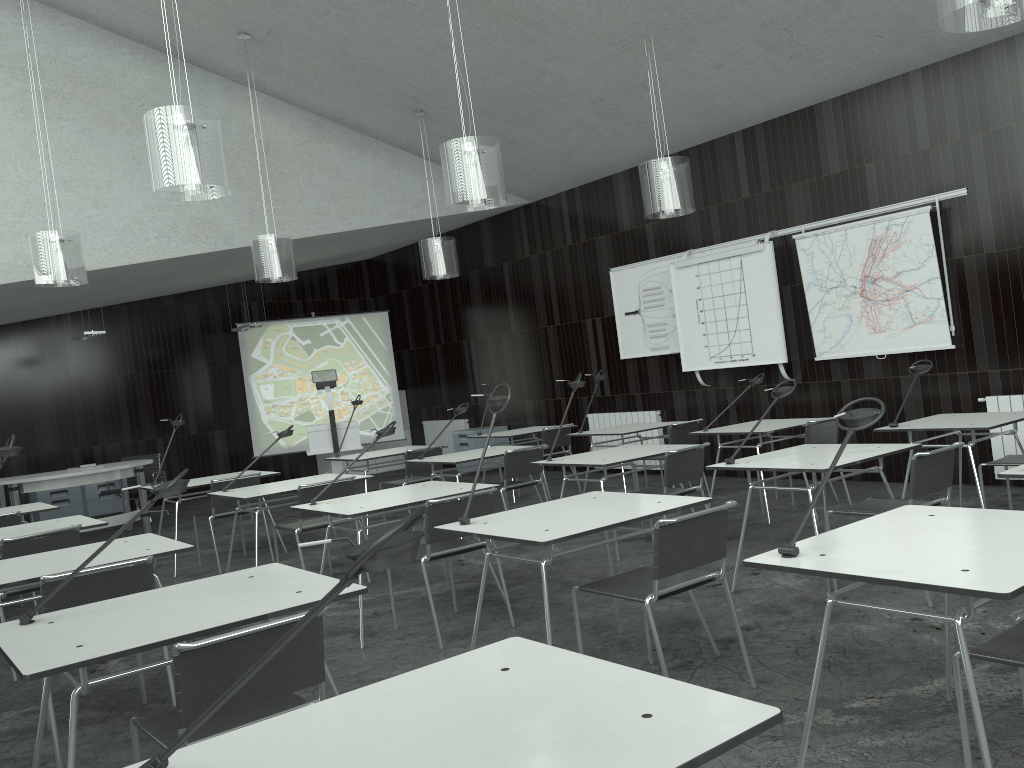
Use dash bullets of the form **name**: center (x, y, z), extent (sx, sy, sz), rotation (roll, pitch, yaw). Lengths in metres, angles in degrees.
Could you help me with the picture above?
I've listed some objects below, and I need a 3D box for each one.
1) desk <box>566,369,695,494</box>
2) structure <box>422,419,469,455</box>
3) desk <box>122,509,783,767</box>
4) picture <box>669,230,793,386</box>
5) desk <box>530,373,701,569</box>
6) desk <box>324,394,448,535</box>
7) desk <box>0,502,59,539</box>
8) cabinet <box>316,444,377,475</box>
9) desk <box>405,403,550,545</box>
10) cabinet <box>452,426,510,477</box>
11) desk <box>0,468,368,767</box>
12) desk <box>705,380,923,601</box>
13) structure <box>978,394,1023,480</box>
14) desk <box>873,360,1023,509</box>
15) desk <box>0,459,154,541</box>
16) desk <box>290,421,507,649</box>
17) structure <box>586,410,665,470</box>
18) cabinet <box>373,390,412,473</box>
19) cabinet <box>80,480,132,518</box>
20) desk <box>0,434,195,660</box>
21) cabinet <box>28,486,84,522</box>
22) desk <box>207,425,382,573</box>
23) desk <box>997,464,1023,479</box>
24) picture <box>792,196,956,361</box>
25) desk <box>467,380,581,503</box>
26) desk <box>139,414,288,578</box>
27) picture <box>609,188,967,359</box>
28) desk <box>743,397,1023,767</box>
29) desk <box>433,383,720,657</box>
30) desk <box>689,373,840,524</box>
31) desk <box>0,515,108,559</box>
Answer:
- **desk**: center (1.045, 0.490, 7.848), extent (0.900, 1.321, 0.700), rotation (-7, 1, -39)
- **structure**: center (-0.921, 0.908, 12.507), extent (0.079, 0.688, 1.129), rotation (-7, 1, -38)
- **desk**: center (-0.115, 0.780, 1.403), extent (0.900, 1.153, 0.700), rotation (-7, 1, -38)
- **picture**: center (2.055, -0.743, 8.299), extent (0.254, 1.508, 1.191), rotation (-7, 1, -38)
- **desk**: center (0.680, 0.556, 5.692), extent (0.900, 1.321, 0.700), rotation (-7, 1, -38)
- **desk**: center (-1.127, 0.741, 7.989), extent (0.900, 1.321, 0.700), rotation (-7, 1, -38)
- **desk**: center (-3.642, 1.056, 6.045), extent (0.900, 1.321, 0.700), rotation (-7, 1, -38)
- **cabinet**: center (-2.468, 0.855, 12.947), extent (0.639, 1.285, 0.587), rotation (-7, 1, -38)
- **desk**: center (-0.252, 0.737, 6.833), extent (0.900, 1.153, 0.700), rotation (-7, 1, -38)
- **cabinet**: center (-0.379, 0.958, 11.411), extent (0.598, 0.648, 0.502), rotation (-7, 1, -39)
- **desk**: center (-0.963, 0.866, 2.590), extent (0.900, 1.153, 0.700), rotation (-7, 1, -37)
- **desk**: center (1.569, 0.549, 4.565), extent (0.900, 1.153, 0.700), rotation (-7, 1, -38)
- **structure**: center (3.911, 0.413, 6.260), extent (0.079, 0.688, 1.129), rotation (-7, 1, -38)
- **desk**: center (2.826, 0.392, 5.538), extent (0.900, 1.153, 0.700), rotation (-7, 1, -39)
- **desk**: center (-4.280, 1.354, 8.743), extent (1.600, 0.818, 0.910), rotation (-7, 1, -43)
- **desk**: center (-0.603, 0.801, 4.701), extent (0.900, 1.153, 0.700), rotation (-7, 1, -37)
- **structure**: center (1.234, 0.687, 9.721), extent (0.079, 0.688, 1.129), rotation (-7, 1, -38)
- **cabinet**: center (-1.960, 0.792, 13.344), extent (0.639, 1.285, 0.587), rotation (-7, 1, -38)
- **cabinet**: center (-5.040, 1.507, 10.903), extent (0.502, 0.648, 0.598), rotation (-7, 1, -39)
- **desk**: center (-1.877, 0.876, 3.710), extent (0.900, 1.321, 0.700), rotation (-7, 1, -37)
- **cabinet**: center (-5.443, 1.557, 10.587), extent (0.502, 0.648, 0.598), rotation (-7, 1, -39)
- **desk**: center (-1.459, 0.887, 5.911), extent (0.900, 1.153, 0.700), rotation (-7, 1, -38)
- **desk**: center (2.438, 0.460, 3.421), extent (0.900, 1.153, 0.700), rotation (-7, 1, -39)
- **picture**: center (2.920, -0.892, 7.234), extent (0.163, 1.342, 1.211), rotation (-7, 1, -38)
- **desk**: center (0.113, 0.586, 8.972), extent (0.900, 1.321, 0.700), rotation (-7, 1, -38)
- **desk**: center (-2.376, 0.898, 6.998), extent (0.900, 1.321, 0.700), rotation (-7, 1, -37)
- **picture**: center (2.286, -0.964, 8.144), extent (0.050, 1.102, 3.818), rotation (-7, 1, -38)
- **desk**: center (1.206, 0.615, 2.432), extent (0.900, 1.153, 0.700), rotation (-7, 1, -38)
- **desk**: center (0.251, 0.629, 3.543), extent (0.900, 1.321, 0.700), rotation (-7, 1, -38)
- **desk**: center (1.903, 0.487, 6.671), extent (0.900, 1.153, 0.700), rotation (-7, 1, -38)
- **desk**: center (-2.758, 1.050, 4.859), extent (0.900, 1.153, 0.700), rotation (-7, 1, -38)
